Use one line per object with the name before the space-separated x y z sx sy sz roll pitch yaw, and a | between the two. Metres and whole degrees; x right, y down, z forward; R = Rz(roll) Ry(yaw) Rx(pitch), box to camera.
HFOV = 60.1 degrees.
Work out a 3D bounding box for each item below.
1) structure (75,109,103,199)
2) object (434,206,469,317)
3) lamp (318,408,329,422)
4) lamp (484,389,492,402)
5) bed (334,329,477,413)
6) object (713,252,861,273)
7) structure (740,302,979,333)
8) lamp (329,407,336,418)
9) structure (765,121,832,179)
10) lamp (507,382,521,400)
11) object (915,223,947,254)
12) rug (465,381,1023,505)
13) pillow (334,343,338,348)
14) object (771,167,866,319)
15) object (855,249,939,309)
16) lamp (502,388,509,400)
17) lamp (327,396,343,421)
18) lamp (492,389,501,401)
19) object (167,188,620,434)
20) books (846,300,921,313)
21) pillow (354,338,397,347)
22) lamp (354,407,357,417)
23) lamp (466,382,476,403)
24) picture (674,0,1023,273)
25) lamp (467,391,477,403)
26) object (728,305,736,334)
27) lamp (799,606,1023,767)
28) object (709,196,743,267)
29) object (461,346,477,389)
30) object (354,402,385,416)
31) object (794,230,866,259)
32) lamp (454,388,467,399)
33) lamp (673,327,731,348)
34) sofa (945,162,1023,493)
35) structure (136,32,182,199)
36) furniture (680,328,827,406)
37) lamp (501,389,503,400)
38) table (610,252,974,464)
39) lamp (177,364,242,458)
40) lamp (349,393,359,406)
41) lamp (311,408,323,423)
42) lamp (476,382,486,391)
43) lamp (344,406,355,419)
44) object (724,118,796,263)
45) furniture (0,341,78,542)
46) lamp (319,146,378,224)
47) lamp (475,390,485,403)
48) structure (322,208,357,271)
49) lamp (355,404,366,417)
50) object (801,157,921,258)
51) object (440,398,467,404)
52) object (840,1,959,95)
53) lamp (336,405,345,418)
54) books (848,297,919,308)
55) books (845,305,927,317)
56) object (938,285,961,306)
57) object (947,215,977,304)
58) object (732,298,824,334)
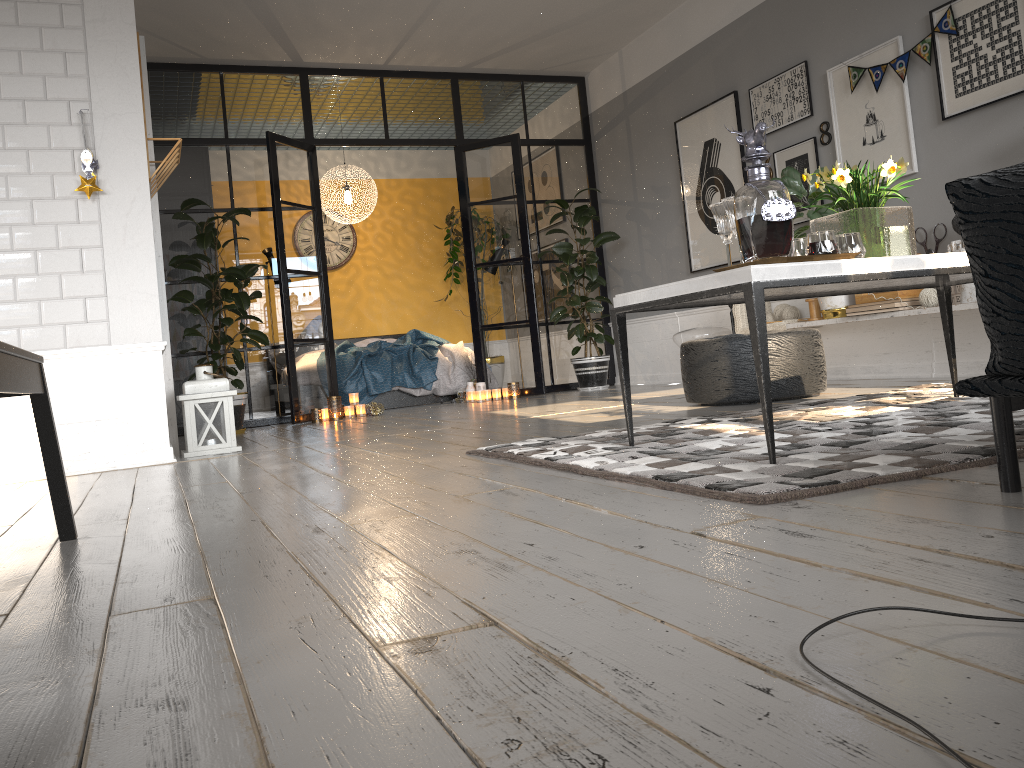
structure | -2.050 -1.103 4.258 0.134 0.448 0.077 -4 -3 -34
object | -0.351 -1.020 10.377 1.347 2.209 1.243 -5 -2 -36
lamp | -1.497 0.248 7.039 0.080 0.099 0.081 -6 -1 18
lamp | -0.218 0.101 7.717 0.080 0.099 0.081 -6 -1 18
bed | -1.402 -0.157 9.074 1.901 0.771 2.315 -6 1 -22
object | 0.745 -0.326 2.410 0.319 0.015 0.246 -6 2 -22
structure | 2.213 -0.601 4.960 0.308 0.487 2.767 -5 1 -22
lamp | -1.453 0.241 7.120 0.080 0.099 0.081 -6 -1 18
structure | 1.891 -1.542 5.952 0.024 0.263 0.737 -5 1 -22
lamp | 0.017 0.059 7.636 0.107 0.141 0.108 -6 -1 31
object | 2.349 -0.656 4.925 0.019 0.464 0.220 -5 -2 -22
rug | 1.317 0.109 3.005 2.532 0.034 1.764 -6 2 -22
pillow | -2.118 -0.412 9.268 0.784 0.600 0.497 -6 -1 -16
object | 1.915 -0.878 5.394 0.547 0.966 0.508 -5 -2 -37
object | 2.176 -0.626 4.967 0.239 0.441 0.544 -5 0 -22
lamp | -0.044 0.084 7.713 0.080 0.099 0.081 -6 -1 18
lamp | -1.406 0.194 7.028 0.115 0.187 0.114 -5 -1 -24
lamp | -0.133 0.093 7.699 0.080 0.099 0.081 -6 -1 18
object | -0.768 -0.683 7.272 3.904 1.799 1.007 -6 -1 -23
books | 2.145 -0.444 5.067 0.260 0.029 0.383 -6 2 -21
pillow | -1.464 -0.389 9.533 0.483 0.227 0.594 -5 1 27
lamp | -1.290 0.231 7.251 0.069 0.080 0.068 -6 -1 -14
lamp | -0.366 0.073 7.883 0.092 0.180 0.092 -6 -2 -2
picture | -0.389 -1.426 6.190 4.047 1.798 7.271 -6 1 -22
lamp | -0.349 0.113 7.756 0.080 0.099 0.081 -6 -1 32
object | 1.680 -0.360 6.419 0.092 0.702 0.278 -4 -2 -30
lamp | 0.656 -0.602 0.475 0.681 1.706 1.241 -5 -1 -24
object | 0.649 -0.425 2.593 0.082 0.227 0.167 -5 -1 -11
object | -0.314 -0.110 8.164 0.436 0.523 0.278 -6 -2 18
object | -1.231 0.211 7.376 0.192 0.118 0.714 -6 1 -33
object | 0.828 -0.368 2.513 0.247 0.087 0.278 -7 2 -44
lamp | -0.454 0.102 8.098 0.095 0.131 0.108 -7 -1 38
lamp | 1.443 -0.209 6.653 0.432 0.438 0.432 -6 0 0
sofa | 2.020 -0.305 1.692 2.345 0.799 0.967 -6 0 -23
structure | -1.875 -1.404 4.708 0.185 0.777 0.493 -5 -1 -22
furniture | 1.263 -0.096 4.658 0.737 0.357 0.733 -6 1 -35
lamp | -0.115 0.092 7.797 0.063 0.091 0.063 -5 -1 -40
table | 1.144 -0.109 2.784 1.459 0.512 0.730 -6 0 -22
lamp | -1.630 0.130 4.737 0.287 0.478 0.285 -5 -1 -23
lamp | -1.276 0.123 7.151 0.080 0.099 0.081 -6 -1 18
lamp | -1.535 0.250 6.956 0.084 0.110 0.084 -7 -1 43
lamp | -0.269 0.071 7.815 0.092 0.167 0.089 -7 -2 34
lamp | -1.309 0.226 7.135 0.080 0.099 0.081 -6 -1 18
object | 0.670 -0.520 2.384 0.148 0.418 0.155 -6 -2 -3
furniture | -1.010 0.169 1.364 0.466 0.456 1.664 -6 1 -22
lamp | -1.727 -2.201 9.176 0.615 1.098 0.617 -6 -2 19
lamp | -0.274 0.109 7.646 0.080 0.099 0.081 -6 -1 18
structure | -2.140 -1.659 10.151 0.728 0.726 0.070 -6 -2 -22
lamp | -1.222 0.217 7.163 0.080 0.099 0.081 -6 -1 18
object | 1.105 -0.539 2.777 0.352 0.352 0.324 -6 -1 -20
object | -0.535 0.153 8.058 0.325 0.054 0.087 -5 1 32
object | 2.200 -1.867 5.053 0.057 0.340 0.911 -5 1 -23
lamp | -1.427 0.229 7.336 0.081 0.107 0.080 -5 -1 -22
books | 2.151 -0.467 5.075 0.229 0.017 0.378 -6 2 -25
books | 2.157 -0.420 5.057 0.297 0.021 0.367 -7 2 -28
object | 2.398 -0.512 4.739 0.078 0.174 0.264 -5 0 -16
object | 2.355 -0.658 4.565 0.137 0.484 0.154 -5 -2 -23
object | 1.819 -0.492 5.881 0.329 0.307 0.782 -6 1 -21
